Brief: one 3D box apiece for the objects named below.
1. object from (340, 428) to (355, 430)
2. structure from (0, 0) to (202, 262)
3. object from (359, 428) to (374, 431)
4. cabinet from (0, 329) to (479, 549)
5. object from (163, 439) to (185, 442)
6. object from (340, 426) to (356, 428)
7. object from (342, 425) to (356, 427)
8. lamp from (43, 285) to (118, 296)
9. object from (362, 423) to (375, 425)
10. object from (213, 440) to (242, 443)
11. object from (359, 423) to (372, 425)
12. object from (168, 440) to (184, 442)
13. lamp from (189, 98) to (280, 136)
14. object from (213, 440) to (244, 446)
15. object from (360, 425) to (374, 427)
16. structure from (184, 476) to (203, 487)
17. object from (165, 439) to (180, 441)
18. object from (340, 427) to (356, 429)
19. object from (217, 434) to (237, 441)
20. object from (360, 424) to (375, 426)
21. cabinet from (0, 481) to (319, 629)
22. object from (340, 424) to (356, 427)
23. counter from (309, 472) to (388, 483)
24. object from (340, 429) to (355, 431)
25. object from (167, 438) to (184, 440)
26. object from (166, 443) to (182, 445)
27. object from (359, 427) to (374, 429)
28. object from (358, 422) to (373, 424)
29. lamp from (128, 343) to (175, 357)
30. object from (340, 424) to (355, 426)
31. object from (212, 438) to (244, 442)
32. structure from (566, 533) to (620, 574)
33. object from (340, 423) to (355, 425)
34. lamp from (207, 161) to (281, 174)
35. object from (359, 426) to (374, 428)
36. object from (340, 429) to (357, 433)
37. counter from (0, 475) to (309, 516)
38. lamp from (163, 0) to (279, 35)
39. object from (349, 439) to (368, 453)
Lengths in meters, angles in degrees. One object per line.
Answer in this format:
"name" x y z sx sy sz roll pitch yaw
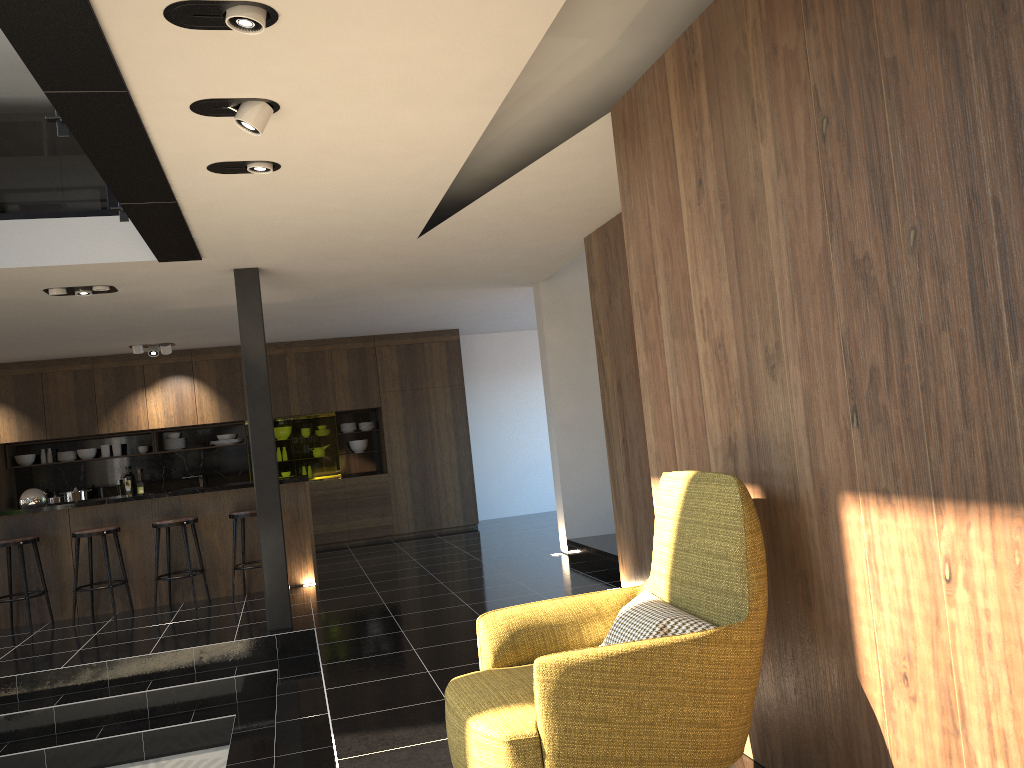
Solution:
"object" -2.238 0.625 12.127 0.220 0.033 0.220 -6 -3 -5
"structure" -2.499 0.201 2.193 3.446 4.866 7.285 -5 -2 -15
"object" -1.990 0.627 12.190 0.220 0.033 0.220 -4 -3 -31
"cabinet" -4.004 0.929 11.497 6.890 2.689 0.870 -5 -2 -15
"object" -4.433 0.750 11.640 0.269 0.024 0.269 -7 -3 24
"object" -2.240 0.601 12.127 0.220 0.033 0.220 -6 -3 -5
"object" -2.241 0.591 12.128 0.220 0.033 0.220 -6 -3 -5
"lamp" -3.312 -0.773 6.811 0.501 0.194 0.349 -5 -3 -15
"object" -1.996 0.568 12.192 0.220 0.033 0.220 -4 -3 -31
"object" -3.765 0.777 11.739 0.438 0.039 0.438 -7 -3 21
"object" -1.997 0.558 12.192 0.220 0.033 0.220 -4 -3 -31
"object" -4.432 0.761 11.640 0.269 0.024 0.269 -7 -3 24
"lamp" -1.104 -1.114 3.534 0.346 0.247 0.195 -5 -2 -15
"object" -3.764 0.789 11.739 0.438 0.039 0.438 -7 -3 21
"object" -1.994 0.591 12.191 0.220 0.033 0.220 -4 -3 -31
"structure" -4.070 1.299 11.318 0.242 0.231 0.174 -5 -2 -15
"object" -4.434 0.743 11.640 0.269 0.024 0.269 -7 -3 24
"object" -2.239 0.614 12.127 0.220 0.033 0.220 -6 -3 -5
"object" -3.774 0.715 11.742 0.254 0.088 0.254 -6 -3 11
"object" -1.995 0.579 12.191 0.220 0.033 0.220 -4 -3 -31
"cabinet" -3.683 1.602 8.298 3.563 0.993 0.699 -5 -2 -15
"object" -2.242 0.581 12.128 0.220 0.033 0.220 -6 -3 -5
"counter" -3.951 1.412 11.487 4.590 0.005 0.863 -5 -3 -15
"object" -2.236 0.636 12.126 0.220 0.033 0.220 -6 -3 -5
"object" -4.435 0.734 11.641 0.269 0.024 0.269 -7 -3 24
"object" -4.428 0.797 11.638 0.269 0.024 0.269 -7 -3 24
"object" -1.991 0.614 12.190 0.220 0.033 0.220 -4 -3 -31
"object" -1.999 0.545 12.192 0.220 0.033 0.220 -4 -3 -31
"lamp" -4.235 -0.464 10.440 0.501 0.280 0.349 -5 -2 -15
"object" -2.244 0.568 12.128 0.220 0.033 0.220 -6 -3 -5
"object" -3.766 0.762 11.739 0.438 0.039 0.438 -7 -3 21
"structure" 2.161 -0.143 5.761 1.963 3.016 6.668 -5 -3 -15
"object" -2.245 0.556 12.129 0.220 0.033 0.220 -6 -3 -5
"lamp" -1.300 -1.103 4.286 0.346 0.158 0.195 -5 -2 -15
"object" -1.993 0.602 12.191 0.220 0.033 0.220 -4 -3 -31
"object" -2.235 0.649 12.126 0.220 0.033 0.220 -6 -3 -5
"counter" -3.739 1.086 8.315 3.572 0.041 0.699 -5 -3 -15
"lamp" -0.916 -1.203 2.786 0.346 0.177 0.195 -5 -2 -15
"object" -2.099 0.858 12.158 0.264 0.170 0.264 -4 -3 -40
